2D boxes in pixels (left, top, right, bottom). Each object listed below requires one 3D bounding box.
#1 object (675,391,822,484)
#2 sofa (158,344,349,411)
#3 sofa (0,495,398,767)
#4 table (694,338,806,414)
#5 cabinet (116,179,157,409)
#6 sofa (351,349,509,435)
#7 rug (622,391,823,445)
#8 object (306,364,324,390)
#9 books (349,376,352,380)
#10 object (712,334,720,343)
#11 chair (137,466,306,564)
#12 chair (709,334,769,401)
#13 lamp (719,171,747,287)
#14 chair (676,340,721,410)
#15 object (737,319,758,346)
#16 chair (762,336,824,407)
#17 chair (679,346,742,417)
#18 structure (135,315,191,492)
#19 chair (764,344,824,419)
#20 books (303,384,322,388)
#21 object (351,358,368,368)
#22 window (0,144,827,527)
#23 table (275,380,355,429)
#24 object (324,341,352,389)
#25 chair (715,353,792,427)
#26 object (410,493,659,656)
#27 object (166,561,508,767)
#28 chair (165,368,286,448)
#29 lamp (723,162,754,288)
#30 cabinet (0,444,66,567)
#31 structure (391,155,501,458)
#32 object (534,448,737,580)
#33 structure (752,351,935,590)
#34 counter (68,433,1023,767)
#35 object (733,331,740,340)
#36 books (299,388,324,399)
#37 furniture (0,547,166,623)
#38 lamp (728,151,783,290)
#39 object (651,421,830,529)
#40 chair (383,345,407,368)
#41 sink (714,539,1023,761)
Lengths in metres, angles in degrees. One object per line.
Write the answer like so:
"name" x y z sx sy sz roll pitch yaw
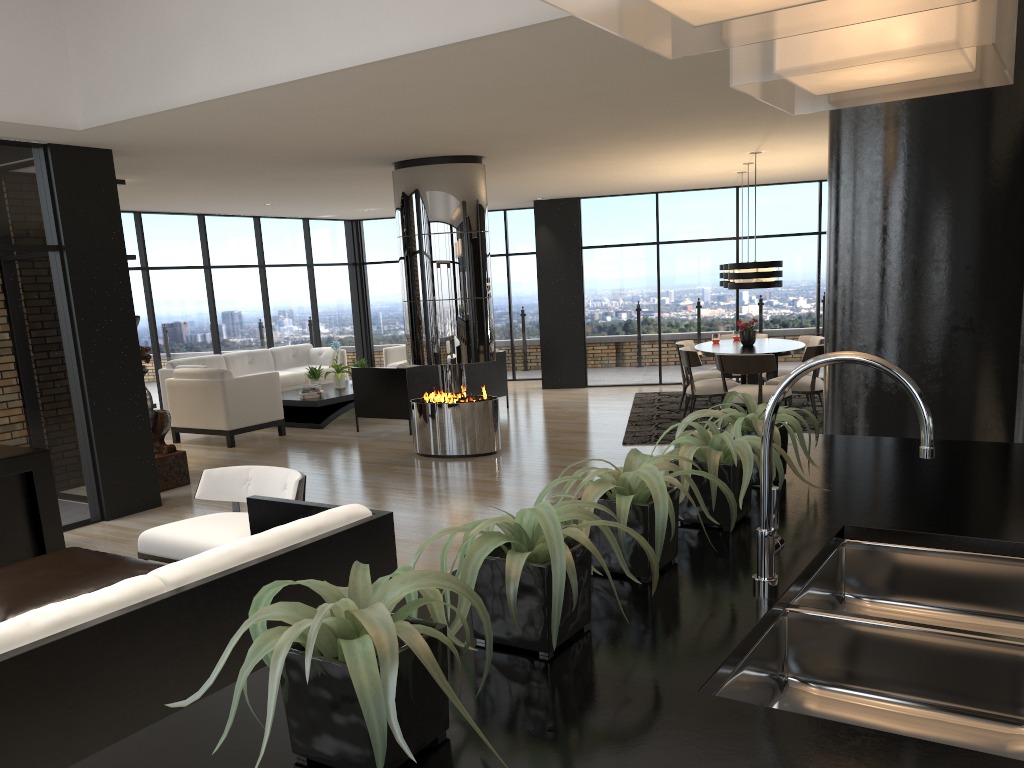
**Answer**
"object" 0.682 0.136 2.370 0.404 0.243 0.394 -8 10 -32
"sofa" -3.522 -0.039 12.432 0.852 0.869 2.659 3 9 33
"sofa" -1.353 0.979 3.005 0.836 0.817 2.005 3 9 33
"table" 2.690 -0.055 10.044 1.209 0.782 2.072 -1 8 12
"cabinet" -4.940 -0.490 8.741 2.655 2.789 1.168 3 13 33
"sofa" -0.955 0.038 10.807 0.836 0.817 2.005 3 9 33
"rug" 2.735 0.315 10.180 2.718 0.011 3.663 -2 7 10
"object" -2.530 -0.074 11.345 0.284 0.376 0.211 -4 11 -4
"books" -2.156 -0.099 12.422 0.223 0.128 0.303 -3 7 0
"object" 2.428 -0.543 10.509 0.095 0.108 0.094 1 10 21
"chair" -1.490 0.842 4.795 0.803 0.686 0.675 3 11 32
"chair" 2.856 -0.202 11.064 0.641 0.820 0.607 3 12 31
"lamp" 2.766 -1.860 10.605 0.536 1.352 0.526 -1 11 9
"chair" 2.265 -0.102 10.491 0.616 0.820 0.632 1 11 20
"object" 2.647 -0.585 9.942 0.229 0.303 0.233 -1 10 12
"chair" 3.302 -0.134 10.280 0.616 0.820 0.632 -4 10 -4
"chair" 2.147 0.003 9.654 0.616 0.820 0.632 -2 10 3
"structure" -3.358 0.133 7.718 0.729 1.621 0.509 4 13 32
"chair" 3.125 -0.035 9.520 0.613 0.820 0.634 5 13 38
"books" -2.456 0.024 10.860 0.184 0.027 0.152 0 7 24
"object" -2.067 -0.180 12.032 0.284 0.376 0.211 -1 11 11
"window" -1.554 -1.469 6.539 10.124 4.866 15.645 0 8 19
"table" -2.301 0.239 11.693 1.261 0.357 2.005 1 8 33
"object" -2.283 -0.258 11.649 0.352 0.642 0.367 -11 13 -37
"chair" 2.413 0.077 8.901 0.640 0.820 0.608 5 13 38
"object" -0.010 0.289 1.393 0.404 0.243 0.394 -8 10 -32
"object" -0.168 0.350 1.048 0.395 0.221 0.403 -8 9 -32
"chair" -3.289 0.214 10.174 0.999 0.870 0.843 3 11 32
"lamp" 2.607 -1.750 9.742 0.536 1.352 0.526 -1 11 9
"cabinet" -3.984 0.968 4.593 0.619 0.752 2.999 3 9 33
"structure" -0.610 -0.688 8.402 0.892 2.790 0.576 1 12 20
"object" 0.190 0.253 1.706 0.404 0.221 0.394 -8 9 -32
"structure" 0.696 0.462 1.410 0.654 1.035 2.739 4 10 32
"counter" 0.443 0.384 1.551 1.177 0.032 3.073 1 8 33
"object" 2.748 -0.594 10.793 0.095 0.108 0.094 -7 10 -23
"books" -2.469 0.101 10.875 0.306 0.128 0.221 -6 8 -18
"furniture" -2.066 1.069 3.963 0.825 0.491 0.816 2 10 32
"lamp" 2.448 -1.640 8.879 0.536 1.352 0.526 -1 11 9
"object" 0.442 0.188 2.047 0.395 0.243 0.403 -8 10 -32
"chair" -1.281 -0.258 13.252 0.999 0.870 0.843 3 11 32
"sink" 0.673 0.478 1.479 0.459 0.162 0.910 2 8 33
